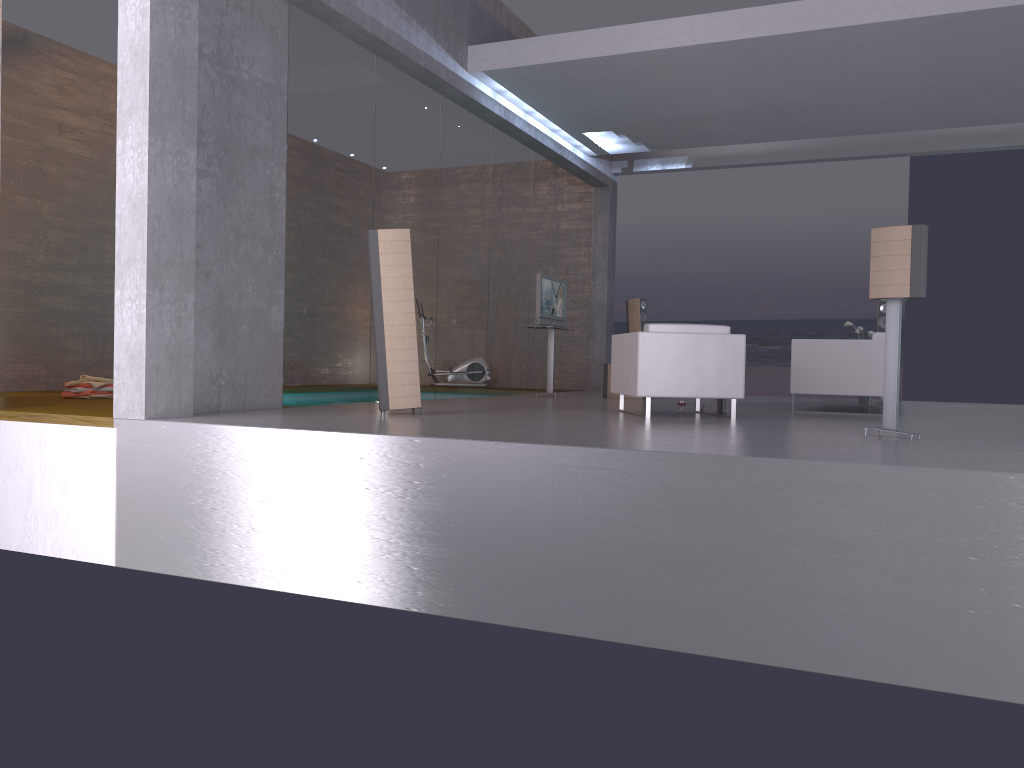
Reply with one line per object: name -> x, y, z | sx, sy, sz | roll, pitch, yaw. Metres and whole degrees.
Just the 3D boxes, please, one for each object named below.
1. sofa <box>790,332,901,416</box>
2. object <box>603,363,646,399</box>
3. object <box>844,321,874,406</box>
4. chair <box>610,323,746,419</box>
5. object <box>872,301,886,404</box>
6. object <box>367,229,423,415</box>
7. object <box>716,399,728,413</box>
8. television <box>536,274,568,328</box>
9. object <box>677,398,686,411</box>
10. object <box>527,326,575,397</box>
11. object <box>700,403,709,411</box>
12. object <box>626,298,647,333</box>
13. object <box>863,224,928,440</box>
sofa -> 3.706, -0.124, 9.757 | 1.026, 0.824, 2.353 | 2, 1, 24
object -> 1.561, -0.042, 11.994 | 0.604, 0.459, 0.514 | 2, 1, 24
object -> 4.400, -0.254, 11.053 | 0.400, 1.051, 0.387 | 1, 1, -29
chair -> 1.453, -0.124, 7.955 | 0.936, 0.808, 1.026 | 1, 1, -6
object -> 4.948, -0.414, 11.780 | 0.243, 1.363, 0.333 | 2, 1, 29
object -> -0.942, -0.495, 7.062 | 0.444, 1.473, 0.244 | 1, 1, -21
object -> 2.009, 0.060, 8.461 | 0.109, 0.435, 0.109 | 0, 2, -40
television -> 0.532, -1.089, 11.747 | 0.054, 0.644, 1.000 | 2, 1, 24
object -> 1.657, 0.150, 8.656 | 0.091, 0.233, 0.091 | 0, 2, -39
object -> 0.514, -0.311, 11.769 | 0.360, 0.958, 0.818 | 2, 1, 24
object -> 1.873, 0.225, 8.764 | 0.079, 0.087, 0.235 | 1, 1, -9
object -> 1.922, -0.577, 13.658 | 0.244, 1.469, 0.444 | 0, 2, -41
object -> 2.489, -0.334, 5.748 | 0.243, 1.363, 0.333 | 0, 2, -36
